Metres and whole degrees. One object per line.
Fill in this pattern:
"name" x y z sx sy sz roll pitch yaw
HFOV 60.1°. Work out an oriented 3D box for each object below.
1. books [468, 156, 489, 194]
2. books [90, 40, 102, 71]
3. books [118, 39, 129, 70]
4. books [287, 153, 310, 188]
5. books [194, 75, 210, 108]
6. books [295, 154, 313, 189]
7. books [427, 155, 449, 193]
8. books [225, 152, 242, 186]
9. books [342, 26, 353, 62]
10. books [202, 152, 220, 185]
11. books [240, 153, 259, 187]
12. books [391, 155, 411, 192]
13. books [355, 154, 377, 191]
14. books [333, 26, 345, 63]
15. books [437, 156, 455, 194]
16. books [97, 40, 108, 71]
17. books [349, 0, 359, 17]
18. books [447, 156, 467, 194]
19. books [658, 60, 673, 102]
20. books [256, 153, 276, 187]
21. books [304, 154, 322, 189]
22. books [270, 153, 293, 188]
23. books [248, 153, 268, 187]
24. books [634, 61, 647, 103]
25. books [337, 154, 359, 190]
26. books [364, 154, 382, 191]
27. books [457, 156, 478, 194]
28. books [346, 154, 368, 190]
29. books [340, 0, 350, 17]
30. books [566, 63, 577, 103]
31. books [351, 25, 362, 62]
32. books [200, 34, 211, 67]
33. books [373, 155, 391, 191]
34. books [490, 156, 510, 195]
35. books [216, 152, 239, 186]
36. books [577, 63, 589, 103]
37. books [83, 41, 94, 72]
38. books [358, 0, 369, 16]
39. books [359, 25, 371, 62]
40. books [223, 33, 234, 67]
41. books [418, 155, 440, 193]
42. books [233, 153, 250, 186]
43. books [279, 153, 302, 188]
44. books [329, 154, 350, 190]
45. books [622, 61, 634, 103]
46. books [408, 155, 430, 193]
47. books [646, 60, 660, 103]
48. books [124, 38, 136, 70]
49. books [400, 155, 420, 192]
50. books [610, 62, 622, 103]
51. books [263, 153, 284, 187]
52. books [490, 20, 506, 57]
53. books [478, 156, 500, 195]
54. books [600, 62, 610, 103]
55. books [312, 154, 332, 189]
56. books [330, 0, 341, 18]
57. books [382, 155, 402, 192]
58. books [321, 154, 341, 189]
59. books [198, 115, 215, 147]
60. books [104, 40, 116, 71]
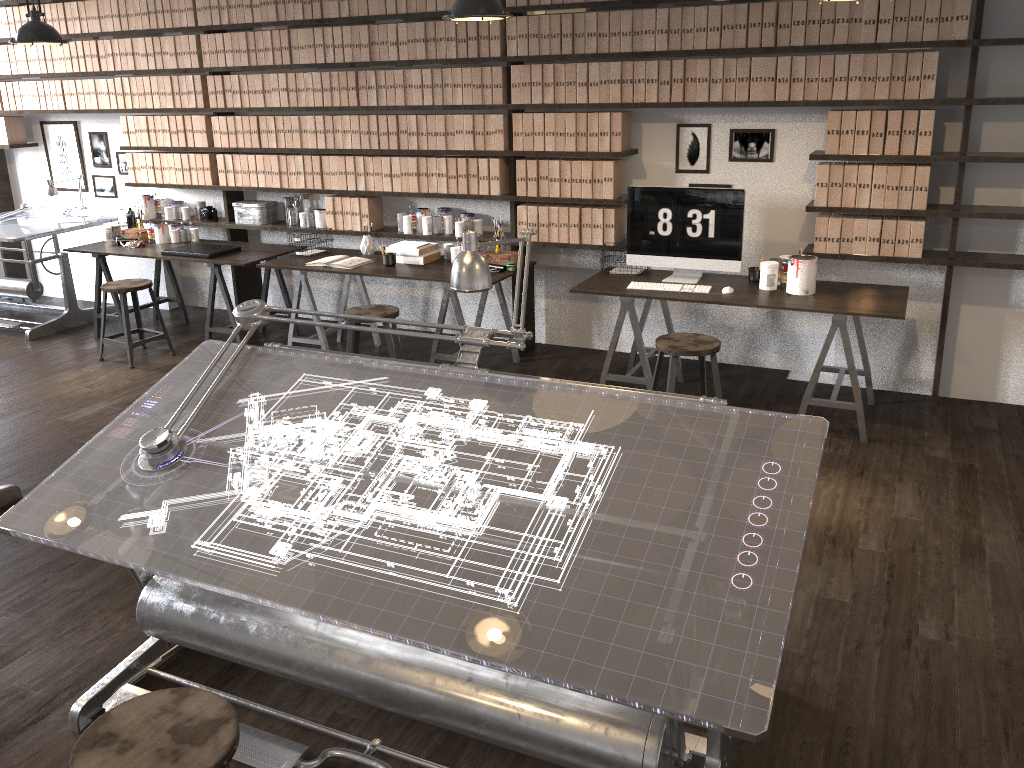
"books" -0.207 -1.325 5.617 0.067 0.222 0.177 6 19 24
"books" -3.067 -2.463 6.662 0.067 0.222 0.177 6 19 24
"books" -2.803 -2.431 6.548 0.067 0.222 0.177 6 19 24
"books" -1.483 -1.490 6.191 0.067 0.222 0.176 6 19 24
"books" -2.181 -2.098 6.347 0.067 0.222 0.177 6 19 24
"books" -1.421 -1.481 6.159 0.067 0.222 0.176 6 19 24
"books" -0.471 -1.359 5.736 0.067 0.222 0.176 6 19 24
"books" -1.984 -1.555 6.413 0.067 0.222 0.176 6 19 24
"books" -1.014 -2.197 5.740 0.067 0.222 0.177 6 19 24
"books" -2.171 -1.578 6.495 0.067 0.222 0.177 6 19 24
"books" -1.856 -1.539 6.358 0.067 0.222 0.177 6 19 24
"books" -0.716 -1.390 5.843 0.067 0.222 0.177 6 19 24
"books" -0.972 -1.423 5.958 0.067 0.222 0.176 6 19 24
"books" -1.080 -2.205 5.768 0.067 0.222 0.177 6 19 24
"books" -0.409 -1.349 5.703 0.067 0.222 0.176 6 19 24
"books" -2.996 -2.456 6.636 0.067 0.222 0.177 6 19 24
"books" -0.962 -2.453 5.641 0.067 0.222 0.176 6 19 24
"books" -0.342 -1.342 5.678 0.067 0.222 0.177 6 19 24
"books" 0.879 -1.699 4.970 0.067 0.222 0.177 6 19 24
"books" -1.728 -1.521 6.298 0.067 0.222 0.177 6 19 24
"books" -1.354 -1.474 6.134 0.067 0.222 0.177 6 19 24
"books" -1.611 -1.505 6.243 0.067 0.222 0.177 6 19 24
"books" -1.794 -1.529 6.326 0.067 0.222 0.177 6 19 24
"books" 0.750 -1.715 5.028 0.067 0.222 0.176 6 19 24
"books" -1.105 -1.439 6.014 0.067 0.222 0.177 6 19 24
"books" -0.907 -1.416 5.933 0.067 0.222 0.176 6 19 24
"books" -0.277 -1.332 5.643 0.067 0.222 0.177 6 19 24
"books" -1.039 -1.430 5.985 0.067 0.222 0.177 6 19 24
"books" -1.027 -2.460 5.666 0.067 0.222 0.176 6 19 24
"books" 0.377 -1.764 5.195 0.067 0.222 0.177 6 19 24
"books" -0.956 -2.190 5.716 0.067 0.222 0.177 6 19 24
"books" -2.094 -2.339 6.231 0.067 0.222 0.176 6 19 24
"books" -0.845 -1.407 5.903 0.067 0.222 0.177 6 19 24
"books" -0.069 -1.305 5.552 0.067 0.222 0.177 6 19 24
"books" -2.051 -1.562 6.440 0.067 0.222 0.177 6 19 24
"books" 0.439 -1.754 5.162 0.067 0.222 0.177 6 19 24
"books" -3.132 -2.474 6.697 0.067 0.222 0.177 6 19 24
"books" -0.900 -2.444 5.611 0.067 0.222 0.177 6 19 24
"books" -0.898 -2.181 5.685 0.067 0.222 0.177 6 19 24
"books" -1.903 -2.313 6.140 0.067 0.222 0.177 6 19 24
"books" -0.536 -1.367 5.765 0.067 0.222 0.177 6 19 24
"books" -1.919 -1.548 6.388 0.067 0.222 0.176 6 19 24
"books" -1.548 -1.499 6.220 0.067 0.222 0.177 6 19 24
"books" -1.160 -1.448 6.044 0.067 0.222 0.177 6 19 24
"books" 0.686 -1.724 5.056 0.067 0.222 0.177 6 19 24
"books" -0.599 -1.373 5.787 0.067 0.222 0.177 6 19 24
"books" 0.813 -1.706 4.995 0.067 0.222 0.176 6 19 24
"books" -2.745 -2.421 6.516 0.067 0.222 0.177 6 19 24
"books" -0.658 -1.383 5.819 0.067 0.222 0.177 6 19 24
"books" 0.622 -1.730 5.079 0.067 0.222 0.177 6 19 24
"books" -1.670 -1.514 6.274 0.067 0.222 0.177 6 19 24
"books" -0.063 -2.074 5.314 0.067 0.222 0.177 6 19 24
"books" -0.141 -1.314 5.582 0.067 0.222 0.177 6 19 24
"books" 0.564 -1.739 5.110 0.067 0.222 0.177 6 19 24
"books" -1.288 -1.463 6.098 0.067 0.222 0.177 6 19 24
"books" -1.094 -2.468 5.692 0.067 0.222 0.177 6 19 24
"books" -0.782 -1.398 5.871 0.067 0.222 0.177 6 19 24
"books" -1.219 -1.456 6.073 0.067 0.222 0.177 6 19 24
"books" -2.175 -1.833 6.417 0.067 0.222 0.177 6 19 24
"books" -2.934 -2.446 6.603 0.067 0.222 0.176 6 19 24
